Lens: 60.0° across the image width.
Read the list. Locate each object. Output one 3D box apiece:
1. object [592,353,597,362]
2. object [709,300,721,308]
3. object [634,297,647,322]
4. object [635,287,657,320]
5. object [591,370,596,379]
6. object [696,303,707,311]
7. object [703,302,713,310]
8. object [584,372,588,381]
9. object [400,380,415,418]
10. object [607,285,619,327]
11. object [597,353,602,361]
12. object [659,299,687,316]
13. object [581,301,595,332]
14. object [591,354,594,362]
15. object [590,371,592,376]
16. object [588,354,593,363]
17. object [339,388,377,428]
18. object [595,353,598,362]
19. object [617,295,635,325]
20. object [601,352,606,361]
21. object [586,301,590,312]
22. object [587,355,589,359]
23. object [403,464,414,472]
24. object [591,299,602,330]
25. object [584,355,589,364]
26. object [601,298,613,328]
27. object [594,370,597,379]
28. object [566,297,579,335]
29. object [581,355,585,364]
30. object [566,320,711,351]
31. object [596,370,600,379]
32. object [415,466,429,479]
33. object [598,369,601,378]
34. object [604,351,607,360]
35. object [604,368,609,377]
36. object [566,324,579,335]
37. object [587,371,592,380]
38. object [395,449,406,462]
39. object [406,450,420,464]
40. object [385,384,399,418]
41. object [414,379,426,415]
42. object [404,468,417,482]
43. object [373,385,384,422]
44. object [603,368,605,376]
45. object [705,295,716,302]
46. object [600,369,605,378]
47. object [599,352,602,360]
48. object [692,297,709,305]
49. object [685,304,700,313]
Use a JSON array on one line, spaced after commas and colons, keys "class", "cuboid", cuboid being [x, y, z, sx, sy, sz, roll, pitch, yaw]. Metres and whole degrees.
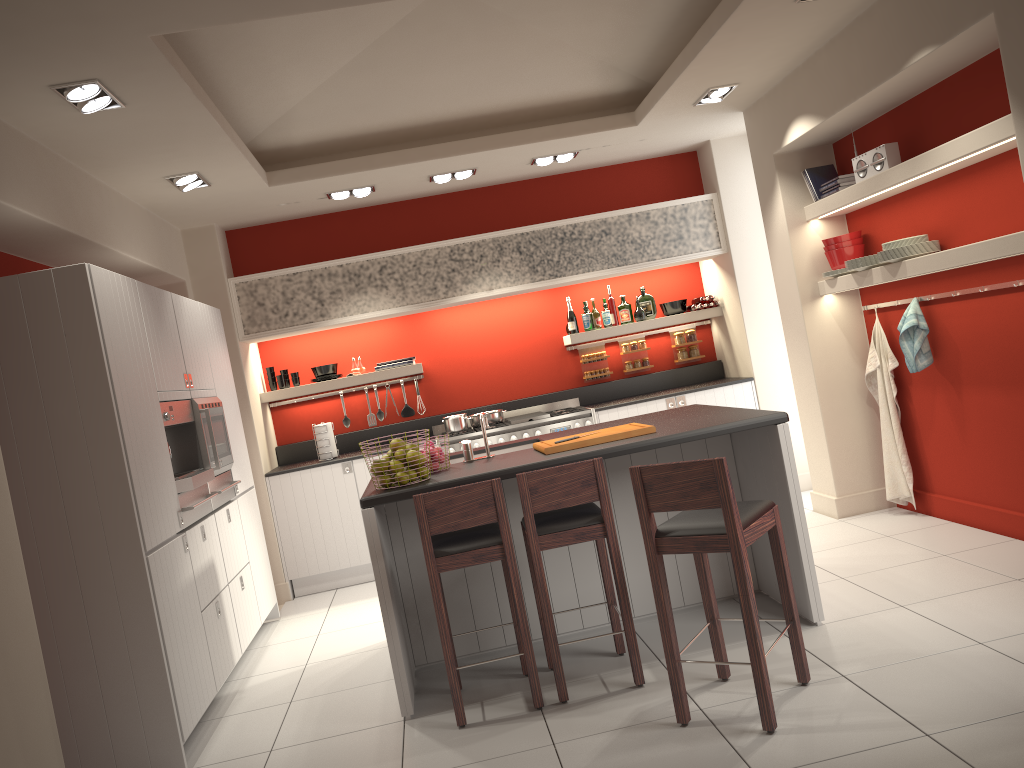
[{"class": "object", "cuboid": [0.739, -0.235, 7.922, 0.034, 0.078, 0.034, -11, 1, 15]}, {"class": "object", "cuboid": [1.789, -0.709, 7.895, 0.061, 0.061, 0.366, -11, 1, -6]}, {"class": "object", "cuboid": [1.114, -0.661, 7.773, 0.113, 0.226, 0.113, -11, 1, 6]}, {"class": "object", "cuboid": [1.189, -0.717, 7.917, 0.186, 0.303, 0.057, -10, 1, 24]}, {"class": "object", "cuboid": [0.729, -0.082, 7.921, 0.034, 0.078, 0.034, -11, 1, 15]}, {"class": "object", "cuboid": [1.666, -0.685, 7.880, 0.062, 0.062, 0.366, -11, 1, -6]}, {"class": "object", "cuboid": [1.725, -0.697, 7.908, 0.061, 0.061, 0.366, -11, 1, -6]}, {"class": "object", "cuboid": [0.669, -0.072, 7.953, 0.034, 0.078, 0.034, -11, 1, 15]}, {"class": "object", "cuboid": [-0.945, 0.131, 7.845, 0.123, 0.331, 0.040, -11, 1, -6]}, {"class": "object", "cuboid": [0.867, -0.686, 7.825, 0.062, 0.366, 0.210, -11, 1, -6]}, {"class": "object", "cuboid": [0.777, -0.243, 7.926, 0.034, 0.078, 0.034, -11, 1, 15]}, {"class": "object", "cuboid": [1.455, -0.678, 7.953, 0.251, 0.121, 0.251, -11, 1, -24]}, {"class": "object", "cuboid": [0.656, -0.591, 7.736, 0.094, 0.264, 0.094, -11, 1, -17]}, {"class": "object", "cuboid": [0.718, -0.232, 7.959, 0.034, 0.078, 0.034, -11, 1, 15]}, {"class": "object", "cuboid": [0.708, -0.079, 7.957, 0.034, 0.078, 0.034, -11, 1, 15]}, {"class": "object", "cuboid": [0.701, -0.228, 7.918, 0.034, 0.078, 0.034, -11, 1, 15]}, {"class": "object", "cuboid": [-1.359, 0.220, 7.781, 0.287, 0.351, 0.022, -11, 1, -5]}, {"class": "object", "cuboid": [0.758, -0.240, 7.963, 0.034, 0.078, 0.034, -11, 1, 15]}, {"class": "object", "cuboid": [1.006, -0.660, 7.889, 0.112, 0.260, 0.071, -10, 1, 23]}, {"class": "object", "cuboid": [0.815, -0.250, 7.930, 0.034, 0.078, 0.034, -11, 1, 15]}, {"class": "object", "cuboid": [0.686, -0.608, 7.934, 0.083, 0.277, 0.083, -11, 1, -2]}, {"class": "object", "cuboid": [0.680, -0.225, 7.955, 0.034, 0.078, 0.034, -11, 1, 15]}, {"class": "object", "cuboid": [-0.502, 0.427, 4.300, 0.086, 0.079, 0.084, -10, 2, 39]}, {"class": "object", "cuboid": [0.738, -0.618, 7.851, 0.080, 0.278, 0.080, -11, 1, -2]}, {"class": "object", "cuboid": [0.663, -0.221, 7.914, 0.034, 0.078, 0.034, -11, 1, 15]}, {"class": "object", "cuboid": [0.846, -0.631, 7.917, 0.094, 0.263, 0.094, -12, 1, -39]}, {"class": "object", "cuboid": [0.746, -0.087, 7.961, 0.034, 0.078, 0.034, -11, 1, 15]}, {"class": "object", "cuboid": [0.517, -0.599, 7.743, 0.083, 0.331, 0.083, -12, 1, -34]}, {"class": "object", "cuboid": [0.642, -0.217, 7.951, 0.034, 0.078, 0.034, -11, 1, 15]}, {"class": "object", "cuboid": [1.151, -0.442, 8.065, 1.355, 0.034, 0.048, -11, 1, -6]}, {"class": "object", "cuboid": [0.767, -0.090, 7.925, 0.034, 0.078, 0.034, -11, 1, 15]}, {"class": "object", "cuboid": [-0.431, 0.422, 4.250, 0.068, 0.068, 0.068, -11, 1, 5]}, {"class": "object", "cuboid": [0.786, -0.094, 7.965, 0.034, 0.078, 0.034, -11, 1, 15]}, {"class": "object", "cuboid": [0.834, -0.255, 7.970, 0.034, 0.078, 0.034, -11, 1, 15]}, {"class": "object", "cuboid": [0.843, -0.105, 7.932, 0.034, 0.078, 0.034, -11, 1, 15]}, {"class": "object", "cuboid": [0.528, -0.553, 7.930, 0.113, 0.226, 0.113, -10, 1, 36]}, {"class": "object", "cuboid": [0.691, -0.075, 7.917, 0.034, 0.078, 0.034, -11, 1, 15]}, {"class": "object", "cuboid": [-0.528, 0.339, 4.210, 0.057, 0.061, 0.062, -11, 1, 9]}, {"class": "object", "cuboid": [-0.468, 0.346, 4.192, 0.067, 0.068, 0.067, -12, 2, -43]}, {"class": "object", "cuboid": [-1.082, 0.149, 7.814, 0.124, 0.297, 0.009, -11, 1, -6]}, {"class": "object", "cuboid": [-0.824, 0.113, 7.839, 0.069, 0.328, 0.069, -11, 1, -28]}, {"class": "object", "cuboid": [-0.486, 0.434, 4.222, 0.068, 0.068, 0.068, -11, 1, 5]}, {"class": "object", "cuboid": [-1.177, 0.171, 7.802, 0.067, 0.323, 0.022, -11, 1, -7]}, {"class": "object", "cuboid": [0.824, -0.102, 7.969, 0.034, 0.078, 0.034, -11, 1, 15]}, {"class": "object", "cuboid": [1.748, -0.756, 7.889, 0.062, 0.062, 0.366, -11, 1, -6]}, {"class": "object", "cuboid": [0.805, -0.097, 7.928, 0.034, 0.078, 0.034, -11, 1, 15]}, {"class": "object", "cuboid": [0.796, -0.247, 7.967, 0.034, 0.078, 0.034, -11, 1, 15]}, {"class": "object", "cuboid": [1.684, -0.744, 7.905, 0.062, 0.062, 0.366, -11, 1, -6]}, {"class": "object", "cuboid": [1.605, -0.673, 7.874, 0.062, 0.062, 0.366, -11, 1, -6]}]
